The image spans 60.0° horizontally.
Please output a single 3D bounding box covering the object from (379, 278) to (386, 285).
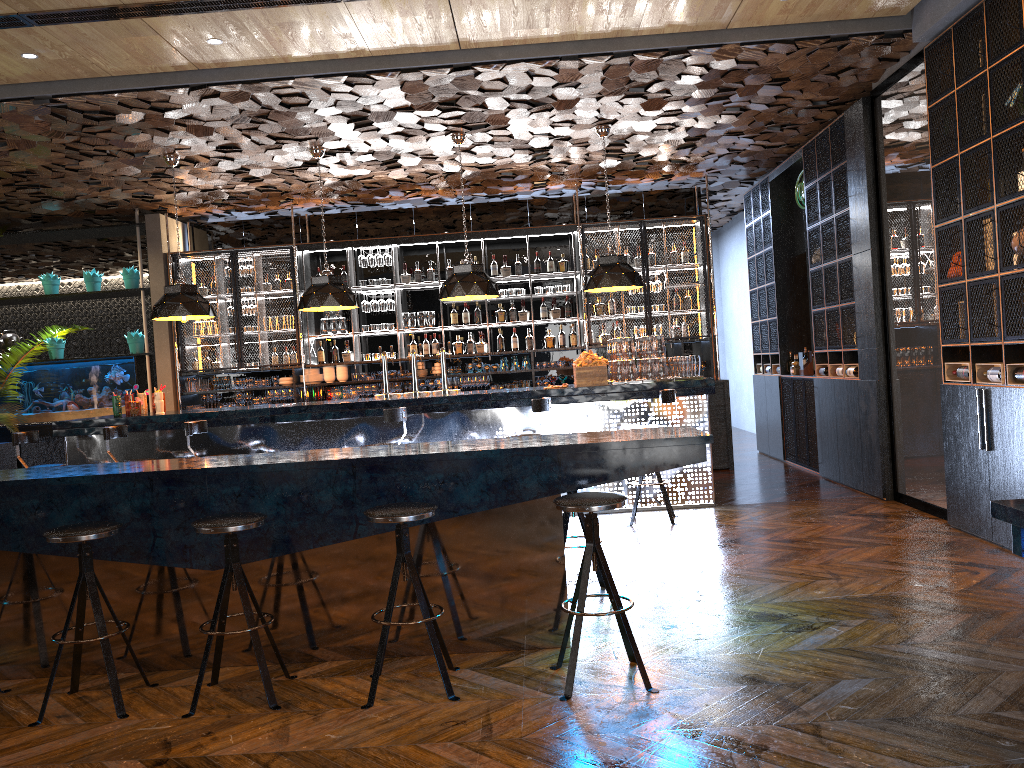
[{"bbox_3d":[-1.624,-1.282,11.151,0.089,0.092,0.089,-5,1,-30],"label":"object"}]

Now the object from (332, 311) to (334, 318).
[{"bbox_3d":[-2.340,-0.936,11.354,0.105,0.209,0.105,-5,2,-43],"label":"object"}]

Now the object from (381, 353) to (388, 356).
[{"bbox_3d":[-1.618,-0.348,11.269,0.089,0.092,0.089,-4,1,12],"label":"object"}]

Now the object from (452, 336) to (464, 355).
[{"bbox_3d":[-0.679,-0.487,11.217,0.151,0.248,0.094,-4,1,-9],"label":"object"}]

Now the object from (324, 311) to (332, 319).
[{"bbox_3d":[-2.338,-0.934,11.242,0.105,0.209,0.105,-5,2,-43],"label":"object"}]

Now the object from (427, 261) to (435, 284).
[{"bbox_3d":[-1.026,-1.412,11.207,0.083,0.282,0.083,-3,1,17],"label":"object"}]

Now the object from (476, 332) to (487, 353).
[{"bbox_3d":[-0.388,-0.522,11.196,0.123,0.279,0.123,-4,1,15],"label":"object"}]

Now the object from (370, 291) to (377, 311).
[{"bbox_3d":[-1.743,-1.040,11.142,0.092,0.244,0.092,-5,1,-38],"label":"object"}]

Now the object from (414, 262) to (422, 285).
[{"bbox_3d":[-1.192,-1.401,11.211,0.083,0.282,0.083,-4,1,-13],"label":"object"}]

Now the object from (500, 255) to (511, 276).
[{"bbox_3d":[-0.083,-1.478,11.167,0.123,0.279,0.123,-4,1,-9],"label":"object"}]

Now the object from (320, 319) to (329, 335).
[{"bbox_3d":[-2.381,-0.722,11.248,0.105,0.209,0.105,-5,2,-43],"label":"object"}]

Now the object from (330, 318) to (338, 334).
[{"bbox_3d":[-2.263,-0.729,11.246,0.105,0.209,0.105,-5,2,-43],"label":"object"}]

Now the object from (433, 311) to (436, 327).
[{"bbox_3d":[-1.020,-0.813,11.269,0.105,0.209,0.105,-5,2,-43],"label":"object"}]

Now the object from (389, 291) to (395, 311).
[{"bbox_3d":[-1.536,-1.057,11.302,0.092,0.244,0.092,-5,1,-38],"label":"object"}]

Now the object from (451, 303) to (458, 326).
[{"bbox_3d":[-0.730,-0.874,11.217,0.086,0.299,0.086,-5,2,-40],"label":"object"}]

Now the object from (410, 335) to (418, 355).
[{"bbox_3d":[-1.246,-0.475,11.239,0.086,0.299,0.086,-5,2,-40],"label":"object"}]

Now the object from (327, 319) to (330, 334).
[{"bbox_3d":[-2.389,-0.723,11.366,0.105,0.209,0.105,-5,2,-43],"label":"object"}]

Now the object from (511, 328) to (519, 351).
[{"bbox_3d":[0.035,-0.561,11.205,0.086,0.298,0.086,-5,2,-40],"label":"object"}]

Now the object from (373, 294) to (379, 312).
[{"bbox_3d":[-1.739,-1.044,11.307,0.092,0.244,0.092,-5,1,-38],"label":"object"}]

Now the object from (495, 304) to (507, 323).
[{"bbox_3d":[-0.144,-0.887,11.194,0.151,0.248,0.094,-4,1,-9],"label":"object"}]

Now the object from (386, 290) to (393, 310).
[{"bbox_3d":[-1.541,-1.054,11.137,0.092,0.244,0.092,-5,1,-38],"label":"object"}]

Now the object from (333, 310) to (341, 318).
[{"bbox_3d":[-2.221,-0.942,11.248,0.105,0.209,0.105,-5,2,-43],"label":"object"}]

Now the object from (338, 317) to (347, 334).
[{"bbox_3d":[-2.148,-0.737,11.230,0.105,0.209,0.105,-5,2,-43],"label":"object"}]

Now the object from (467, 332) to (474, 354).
[{"bbox_3d":[-0.526,-0.516,11.213,0.083,0.282,0.083,-4,1,2],"label":"object"}]

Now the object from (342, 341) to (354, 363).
[{"bbox_3d":[-2.081,-0.410,11.243,0.123,0.279,0.123,-4,1,15],"label":"object"}]

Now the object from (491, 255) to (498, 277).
[{"bbox_3d":[-0.224,-1.480,11.191,0.086,0.298,0.086,-5,2,-40],"label":"object"}]

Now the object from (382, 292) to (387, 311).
[{"bbox_3d":[-1.640,-1.050,11.305,0.092,0.244,0.092,-5,1,-38],"label":"object"}]

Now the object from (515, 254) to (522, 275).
[{"bbox_3d":[0.078,-1.492,11.176,0.083,0.282,0.083,-4,1,2],"label":"object"}]

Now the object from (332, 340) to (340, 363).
[{"bbox_3d":[-2.238,-0.410,11.236,0.086,0.297,0.086,-3,1,35],"label":"object"}]

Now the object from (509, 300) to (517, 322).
[{"bbox_3d":[0.009,-0.915,11.190,0.083,0.282,0.083,-4,1,2],"label":"object"}]

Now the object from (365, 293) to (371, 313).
[{"bbox_3d":[-1.848,-1.036,11.310,0.092,0.244,0.092,-5,1,-38],"label":"object"}]

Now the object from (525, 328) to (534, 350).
[{"bbox_3d":[0.218,-0.565,11.193,0.083,0.282,0.083,-4,1,-13],"label":"object"}]

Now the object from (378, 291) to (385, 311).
[{"bbox_3d":[-1.644,-1.047,11.140,0.092,0.244,0.092,-5,1,-38],"label":"object"}]

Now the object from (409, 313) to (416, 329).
[{"bbox_3d":[-1.267,-0.797,11.280,0.105,0.209,0.105,-5,2,-43],"label":"object"}]

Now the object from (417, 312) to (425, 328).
[{"bbox_3d":[-1.142,-0.804,11.188,0.105,0.209,0.105,-5,2,-43],"label":"object"}]

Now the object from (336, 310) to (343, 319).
[{"bbox_3d":[-2.223,-0.943,11.339,0.105,0.209,0.105,-5,2,-43],"label":"object"}]

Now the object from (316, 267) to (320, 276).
[{"bbox_3d":[-2.456,-1.333,11.277,0.086,0.298,0.086,-5,2,-40],"label":"object"}]

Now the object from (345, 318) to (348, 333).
[{"bbox_3d":[-2.158,-0.738,11.342,0.105,0.209,0.105,-5,2,-43],"label":"object"}]

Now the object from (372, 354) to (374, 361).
[{"bbox_3d":[-1.746,-0.341,11.357,0.089,0.092,0.089,-4,1,-27],"label":"object"}]

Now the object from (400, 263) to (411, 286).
[{"bbox_3d":[-1.349,-1.388,11.217,0.123,0.279,0.123,-4,1,-10],"label":"object"}]

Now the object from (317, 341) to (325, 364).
[{"bbox_3d":[-2.428,-0.397,11.272,0.086,0.299,0.086,-5,2,-40],"label":"object"}]

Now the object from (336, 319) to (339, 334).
[{"bbox_3d":[-2.267,-0.731,11.355,0.105,0.209,0.105,-5,2,-43],"label":"object"}]

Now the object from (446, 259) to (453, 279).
[{"bbox_3d":[-0.788,-1.434,11.200,0.083,0.282,0.083,-4,1,-13],"label":"object"}]

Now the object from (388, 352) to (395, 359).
[{"bbox_3d":[-1.514,-0.353,11.203,0.089,0.092,0.089,-4,1,12],"label":"object"}]

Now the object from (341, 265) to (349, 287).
[{"bbox_3d":[-2.124,-1.355,11.240,0.086,0.299,0.086,-5,2,-40],"label":"object"}]

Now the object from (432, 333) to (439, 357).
[{"bbox_3d":[-0.971,-0.494,11.233,0.086,0.298,0.086,-5,2,-40],"label":"object"}]

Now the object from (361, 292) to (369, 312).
[{"bbox_3d":[-1.853,-1.033,11.146,0.092,0.244,0.092,-5,1,-38],"label":"object"}]

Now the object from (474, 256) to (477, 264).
[{"bbox_3d":[-0.457,-1.464,11.204,0.086,0.298,0.086,-5,2,-40],"label":"object"}]

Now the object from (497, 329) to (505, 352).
[{"bbox_3d":[-0.146,-0.548,11.178,0.086,0.297,0.086,-3,1,35],"label":"object"}]

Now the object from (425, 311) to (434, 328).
[{"bbox_3d":[-1.034,-0.810,11.161,0.105,0.209,0.105,-5,2,-43],"label":"object"}]

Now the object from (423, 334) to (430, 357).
[{"bbox_3d":[-1.089,-0.488,11.260,0.086,0.298,0.086,-5,2,-40],"label":"object"}]

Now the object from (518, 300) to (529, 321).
[{"bbox_3d":[0.147,-0.922,11.173,0.123,0.279,0.123,-4,1,15],"label":"object"}]

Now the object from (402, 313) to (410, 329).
[{"bbox_3d":[-1.333,-0.790,11.166,0.105,0.209,0.105,-5,2,-43],"label":"object"}]

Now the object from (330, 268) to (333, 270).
[{"bbox_3d":[-2.278,-1.333,11.228,0.123,0.279,0.123,-4,1,-10],"label":"object"}]
